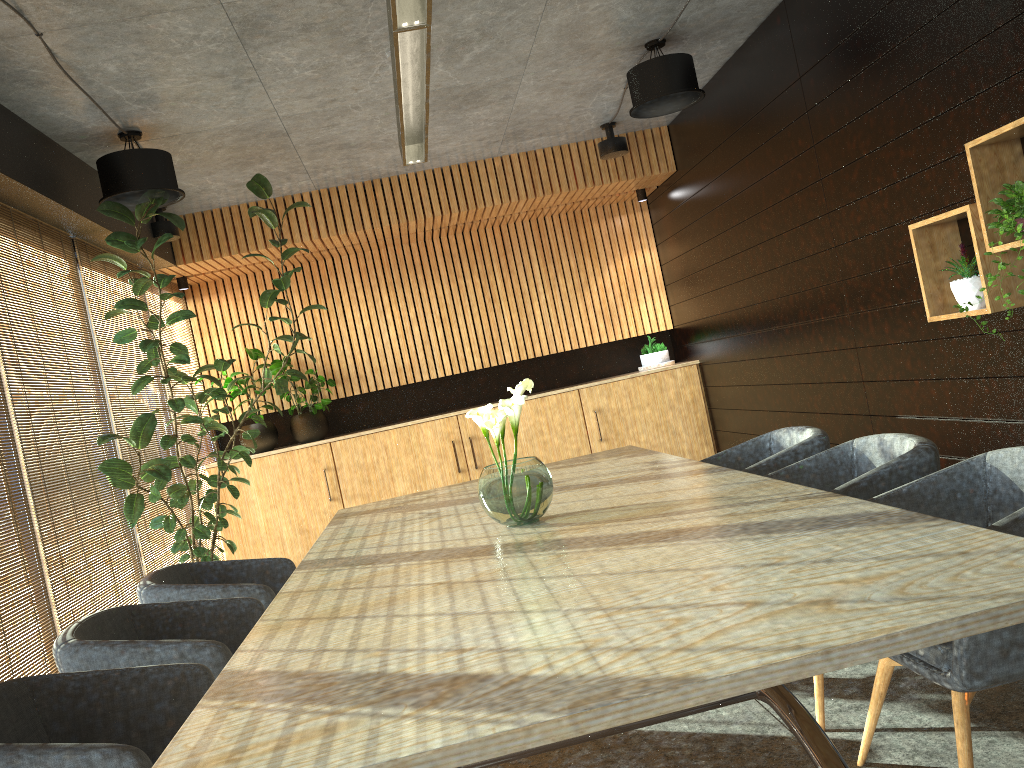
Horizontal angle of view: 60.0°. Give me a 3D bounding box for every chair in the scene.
[{"bbox_3d":[-1.087,1.252,2.399,0.761,0.944,0.706,-12,0,-6],"label":"chair"},{"bbox_3d":[1.260,0.740,4.455,0.761,0.944,0.706,-12,0,-6],"label":"chair"},{"bbox_3d":[-1.271,1.276,4.188,0.761,0.944,0.706,-12,0,-6],"label":"chair"},{"bbox_3d":[1.444,0.716,2.666,0.761,0.944,0.706,-12,0,-6],"label":"chair"},{"bbox_3d":[1.352,0.728,3.560,0.761,0.944,0.706,-12,0,-6],"label":"chair"},{"bbox_3d":[-1.179,1.264,3.293,0.761,0.944,0.706,-12,0,-6],"label":"chair"}]

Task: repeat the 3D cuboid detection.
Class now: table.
[{"bbox_3d":[0.144,0.991,3.433,1.816,0.927,3.932,-12,0,-6],"label":"table"}]

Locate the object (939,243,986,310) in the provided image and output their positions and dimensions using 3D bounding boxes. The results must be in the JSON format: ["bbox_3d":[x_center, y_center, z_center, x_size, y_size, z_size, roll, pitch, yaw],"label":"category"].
[{"bbox_3d":[2.138,-0.506,4.149,0.241,0.318,0.226,-12,1,-31],"label":"object"}]

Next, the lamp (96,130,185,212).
[{"bbox_3d":[-2.382,-1.370,5.618,0.513,0.497,0.513,-12,1,-35],"label":"lamp"}]

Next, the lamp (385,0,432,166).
[{"bbox_3d":[-0.449,-1.672,3.421,0.151,0.618,4.009,-12,0,-6],"label":"lamp"}]

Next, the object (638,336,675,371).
[{"bbox_3d":[1.483,-0.338,9.286,0.384,0.347,0.384,-12,0,17],"label":"object"}]

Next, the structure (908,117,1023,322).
[{"bbox_3d":[2.219,-0.715,3.337,0.242,1.130,2.172,-12,0,-6],"label":"structure"}]

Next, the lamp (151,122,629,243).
[{"bbox_3d":[-1.034,-1.759,7.628,4.179,0.294,0.257,-12,0,-6],"label":"lamp"}]

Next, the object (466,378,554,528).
[{"bbox_3d":[-0.013,0.272,3.448,0.295,0.546,0.322,-12,0,4],"label":"object"}]

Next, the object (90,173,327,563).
[{"bbox_3d":[-2.338,0.295,6.398,1.958,3.266,1.875,-12,1,33],"label":"object"}]

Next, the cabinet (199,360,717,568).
[{"bbox_3d":[-0.458,0.899,8.998,4.954,1.272,1.006,-12,0,-6],"label":"cabinet"}]

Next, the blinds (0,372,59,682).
[{"bbox_3d":[-2.506,0.430,3.941,0.039,3.038,1.422,-12,0,-6],"label":"blinds"}]

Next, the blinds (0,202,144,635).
[{"bbox_3d":[-2.656,0.450,5.401,0.039,3.038,1.422,-12,0,-6],"label":"blinds"}]

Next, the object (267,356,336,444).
[{"bbox_3d":[-2.092,0.147,8.739,0.679,0.880,0.512,-12,0,-2],"label":"object"}]

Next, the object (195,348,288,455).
[{"bbox_3d":[-2.611,0.168,8.700,0.666,1.054,0.640,-12,1,36],"label":"object"}]

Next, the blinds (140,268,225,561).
[{"bbox_3d":[-2.958,0.490,8.347,0.039,3.038,1.422,-12,0,-6],"label":"blinds"}]

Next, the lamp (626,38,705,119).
[{"bbox_3d":[1.003,-2.087,5.975,0.513,0.497,0.513,-12,0,23],"label":"lamp"}]

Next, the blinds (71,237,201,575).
[{"bbox_3d":[-2.808,0.470,6.887,0.039,3.038,1.422,-12,0,-6],"label":"blinds"}]

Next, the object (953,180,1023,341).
[{"bbox_3d":[2.078,-0.512,3.642,0.401,0.633,0.445,-12,1,-25],"label":"object"}]
